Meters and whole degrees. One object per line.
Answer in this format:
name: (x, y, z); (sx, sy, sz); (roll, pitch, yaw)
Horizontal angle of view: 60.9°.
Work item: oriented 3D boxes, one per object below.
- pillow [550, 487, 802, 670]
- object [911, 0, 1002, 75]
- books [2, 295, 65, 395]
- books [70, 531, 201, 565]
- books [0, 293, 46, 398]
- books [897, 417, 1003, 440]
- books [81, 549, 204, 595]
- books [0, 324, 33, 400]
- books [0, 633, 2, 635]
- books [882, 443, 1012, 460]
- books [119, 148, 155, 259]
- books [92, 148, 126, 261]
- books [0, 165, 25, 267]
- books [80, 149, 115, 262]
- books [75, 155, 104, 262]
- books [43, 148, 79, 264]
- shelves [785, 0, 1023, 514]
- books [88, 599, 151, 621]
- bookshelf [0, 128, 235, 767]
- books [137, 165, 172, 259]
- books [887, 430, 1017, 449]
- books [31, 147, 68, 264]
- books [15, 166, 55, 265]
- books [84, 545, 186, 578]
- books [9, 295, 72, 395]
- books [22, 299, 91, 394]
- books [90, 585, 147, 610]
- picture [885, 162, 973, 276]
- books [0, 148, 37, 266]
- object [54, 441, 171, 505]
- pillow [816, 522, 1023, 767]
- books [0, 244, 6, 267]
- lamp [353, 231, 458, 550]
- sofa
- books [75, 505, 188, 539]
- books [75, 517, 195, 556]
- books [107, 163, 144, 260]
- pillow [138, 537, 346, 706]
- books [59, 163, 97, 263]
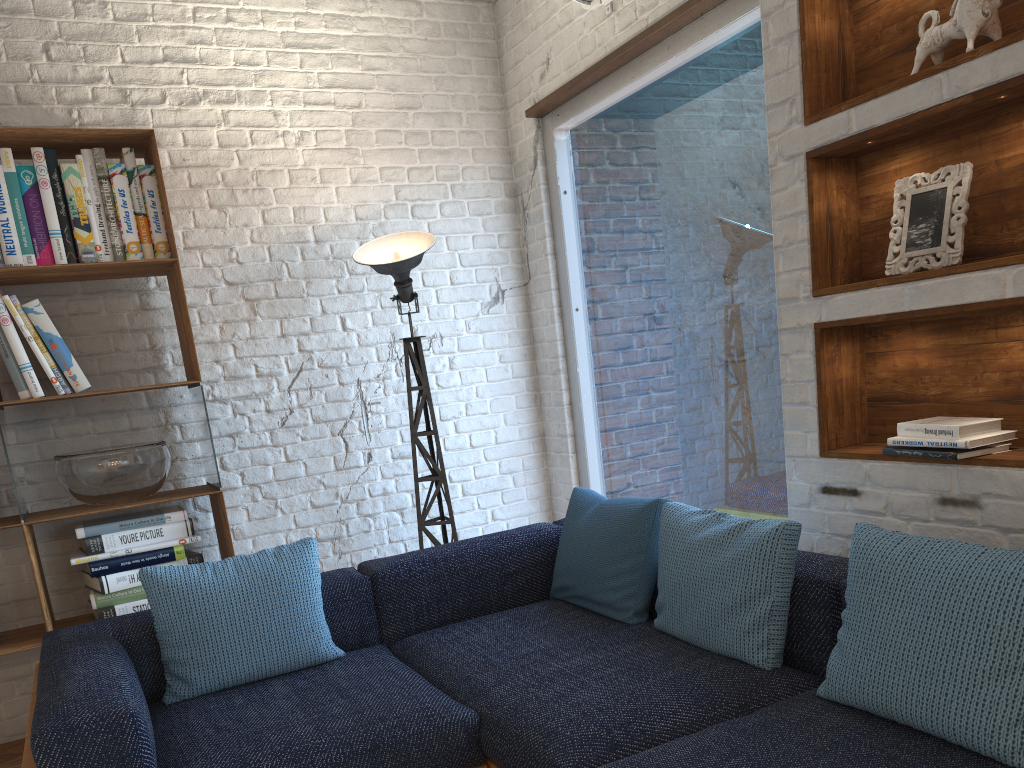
pillow: (0.444, 0.561, 2.704); (0.240, 0.408, 1.098); (-11, 4, -28)
object: (1.006, -0.840, 1.961); (0.111, 0.249, 0.212); (-10, 8, -19)
books: (-1.681, -0.124, 3.073); (0.123, 0.357, 0.268); (-12, 9, -26)
books: (-1.422, 0.610, 3.290); (0.439, 0.021, 0.270); (-8, 2, -26)
books: (-1.725, -0.135, 3.038); (0.102, 0.393, 0.241); (-12, 10, -26)
books: (1.082, 0.108, 2.163); (0.131, 0.034, 0.203); (-8, 2, -16)
books: (-1.400, 0.708, 3.314); (0.372, 0.066, 0.244); (-8, 2, -39)
books: (-1.769, -0.130, 3.043); (0.100, 0.393, 0.241); (-12, 10, -26)
books: (-2.005, 0.914, 3.052); (0.324, 0.057, 0.251); (-7, 2, -16)
books: (1.078, 0.162, 2.175); (0.161, 0.017, 0.249); (-7, 1, -16)
books: (-1.360, -0.622, 3.160); (0.036, 0.393, 0.241); (-12, 10, -27)
books: (-1.444, -0.611, 3.120); (0.036, 0.393, 0.241); (-12, 10, -27)
books: (-1.728, -0.544, 2.980); (0.055, 0.338, 0.251); (-12, 9, -27)
books: (-1.483, -0.606, 3.117); (0.036, 0.393, 0.241); (-12, 10, -27)
books: (-1.501, -0.589, 3.095); (0.020, 0.368, 0.268); (-13, 10, -27)
books: (-1.578, -0.593, 3.057); (0.036, 0.393, 0.241); (-12, 10, -27)
shelves: (1.039, -0.422, 2.089); (0.189, 1.464, 0.758); (-12, 11, -27)
books: (-1.393, 0.829, 3.331); (0.374, 0.066, 0.243); (-8, 2, -31)
bookshelf: (-1.755, 0.315, 3.077); (1.300, 2.259, 0.359); (-11, 12, -25)
books: (-1.321, -0.599, 3.201); (0.055, 0.338, 0.251); (-12, 9, -27)
books: (1.087, 0.135, 2.162); (0.169, 0.019, 0.234); (-8, 2, -24)
books: (-1.606, -0.589, 3.032); (0.036, 0.393, 0.241); (-12, 10, -27)
books: (-1.654, -0.555, 3.036); (0.055, 0.338, 0.251); (-12, 9, -27)
books: (-1.426, 0.650, 3.280); (0.321, 0.057, 0.253); (-8, 2, -31)
books: (-1.666, -0.126, 3.090); (0.123, 0.357, 0.268); (-12, 9, -26)
books: (-1.615, -0.123, 3.099); (0.156, 0.337, 0.251); (-12, 9, -26)
books: (-1.410, 0.770, 3.336); (0.358, 0.057, 0.280); (-8, 2, -24)
picture: (1.028, -0.400, 2.142); (0.100, 0.251, 0.192); (-14, 10, -35)
books: (-1.692, -0.577, 2.998); (0.036, 0.393, 0.241); (-12, 10, -27)
object: (-1.477, 0.339, 3.255); (0.405, 0.206, 0.390); (-6, 4, 15)
pillow: (1.035, 0.492, 1.498); (0.251, 0.426, 1.202); (-11, 4, -27)
books: (-1.772, -0.553, 2.976); (0.020, 0.368, 0.268); (-13, 10, -27)
lamp: (-0.132, 0.288, 3.493); (0.870, 1.893, 0.490); (0, 13, 35)
sofa: (0.352, 0.873, 1.442); (2.052, 0.676, 3.919); (-8, 2, -27)
books: (-1.436, 0.516, 3.285); (0.375, 0.037, 0.242); (-8, 2, -26)
books: (-1.427, 0.567, 3.301); (0.374, 0.066, 0.243); (-8, 2, -31)
books: (-1.397, -0.589, 3.140); (0.055, 0.338, 0.251); (-12, 9, -27)
pillow: (-0.818, 0.708, 2.663); (0.548, 0.419, 0.220); (-9, 9, -26)
books: (-1.526, -0.571, 3.069); (0.055, 0.338, 0.251); (-12, 9, -27)
